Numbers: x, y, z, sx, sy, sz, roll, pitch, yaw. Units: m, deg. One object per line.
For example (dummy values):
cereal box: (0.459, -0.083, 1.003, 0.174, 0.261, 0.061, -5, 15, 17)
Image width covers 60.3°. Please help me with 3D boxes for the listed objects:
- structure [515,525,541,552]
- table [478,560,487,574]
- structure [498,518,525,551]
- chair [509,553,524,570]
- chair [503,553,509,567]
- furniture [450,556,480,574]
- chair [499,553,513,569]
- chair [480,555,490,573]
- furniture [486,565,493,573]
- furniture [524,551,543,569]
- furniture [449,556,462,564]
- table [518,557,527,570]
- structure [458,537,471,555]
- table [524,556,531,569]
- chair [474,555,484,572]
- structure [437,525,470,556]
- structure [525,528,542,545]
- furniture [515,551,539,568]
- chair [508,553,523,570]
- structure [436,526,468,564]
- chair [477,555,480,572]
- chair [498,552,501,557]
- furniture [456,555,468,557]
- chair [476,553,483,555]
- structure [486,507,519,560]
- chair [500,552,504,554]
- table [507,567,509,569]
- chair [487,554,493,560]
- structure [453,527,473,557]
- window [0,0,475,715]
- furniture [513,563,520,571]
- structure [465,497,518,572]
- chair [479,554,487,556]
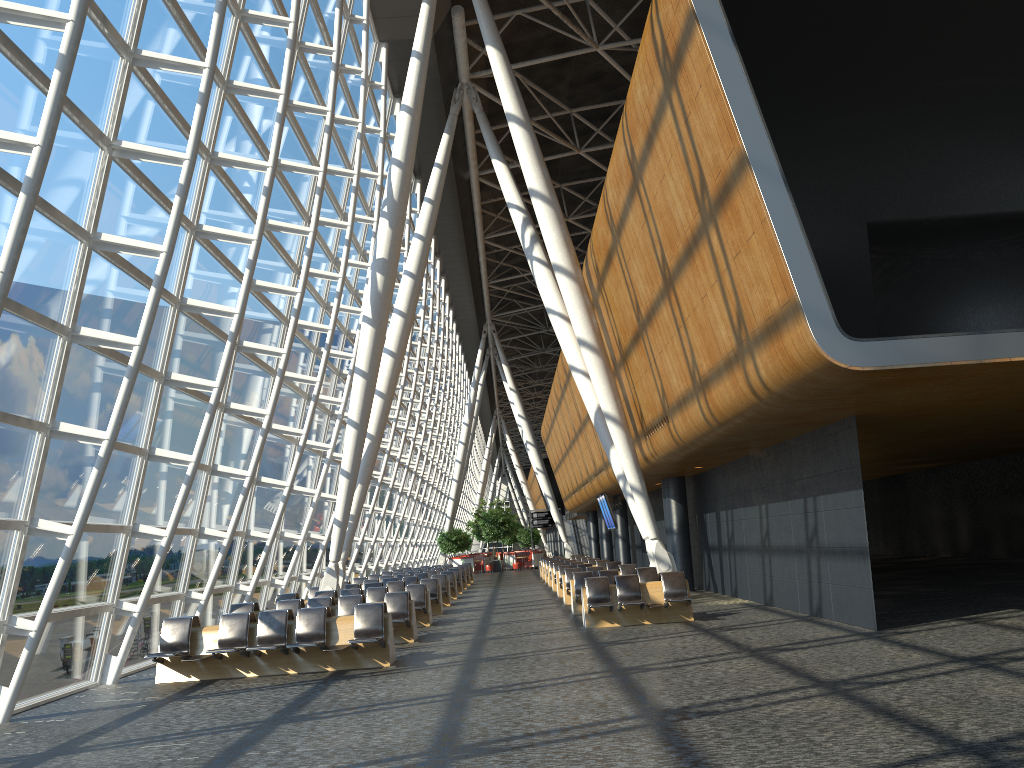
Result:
structure: (1.211, 11.415, 62.342, 1.734, 2.754, 1.797, 1, -8, -43)
table: (-1.774, 10.643, 51.330, 0.798, 0.743, 0.808, 0, -9, -29)
structure: (0.002, 11.795, 65.885, 2.284, 3.445, 2.237, -5, -6, 12)
chair: (0.264, 10.855, 54.019, 0.667, 1.001, 0.623, -10, -8, 44)
chair: (-0.089, 11.084, 55.141, 0.627, 1.001, 0.663, -8, -7, 34)
furniture: (-2.865, 10.822, 52.602, 0.888, 0.998, 2.862, 0, -10, -33)
chair: (-0.370, 11.312, 56.283, 0.665, 1.001, 0.625, -8, -7, 34)
chair: (-1.737, 10.704, 52.399, 0.664, 1.001, 0.626, -7, -7, 24)
furniture: (-1.296, 10.716, 51.115, 0.447, 0.456, 0.444, -11, -10, 42)
furniture: (1.413, 10.644, 53.311, 0.890, 0.997, 2.858, -6, -10, 12)
furniture: (-3.381, 11.386, 55.504, 0.890, 0.997, 2.858, -6, -10, 12)
table: (0.629, 10.579, 51.924, 0.801, 0.743, 0.806, -6, -8, 16)
structure: (-3.682, 11.599, 61.519, 1.758, 2.787, 1.822, 1, -8, -43)
table: (0.753, 10.847, 53.450, 0.801, 0.743, 0.806, -6, -8, 16)
chair: (-2.093, 10.970, 53.722, 0.625, 1.001, 0.664, -7, -7, 24)
structure: (-3.541, 10.143, 53.989, 1.916, 2.941, 1.886, -1, -7, -26)
structure: (1.516, 13.170, 72.730, 1.885, 2.968, 1.953, 1, -8, -43)
furniture: (0.898, 11.208, 56.213, 0.888, 0.998, 2.862, 0, -10, -33)
chair: (0.213, 10.657, 52.910, 0.628, 1.001, 0.662, -10, -8, 44)
structure: (-3.442, 9.705, 51.086, 1.734, 2.754, 1.797, 1, -8, -43)
chair: (-2.181, 11.328, 55.662, 0.628, 1.001, 0.662, -10, -8, 44)
chair: (-0.684, 13.395, 67.634, 0.660, 1.001, 0.630, -2, -6, -15)
furniture: (-3.387, 12.743, 62.979, 0.890, 0.997, 2.858, -6, -10, 12)
chair: (-2.623, 13.630, 68.165, 0.622, 1.001, 0.668, 0, -7, -35)
structure: (-0.964, 12.154, 70.426, 3.105, 4.492, 5.785, -7, -8, 22)
chair: (-0.377, 12.669, 63.758, 0.665, 1.001, 0.625, -8, -7, 34)
table: (-0.310, 11.607, 57.217, 0.797, 0.743, 0.809, -2, -8, -14)
chair: (-1.744, 12.062, 59.874, 0.664, 1.001, 0.626, -7, -7, 24)
structure: (-3.448, 10.963, 58.213, 1.784, 2.825, 1.849, 1, -8, -43)
window: (-4.666, 9.289, 79.597, 3.719, 13.889, 168.265, -4, -10, -1)
furniture: (0.273, 10.684, 51.557, 0.443, 0.456, 0.447, -6, -7, 12)
structure: (-1.382, 9.294, 54.505, 3.090, 4.491, 5.875, -3, -8, -8)
chair: (-2.100, 12.328, 61.197, 0.625, 1.001, 0.664, -7, -7, 24)
